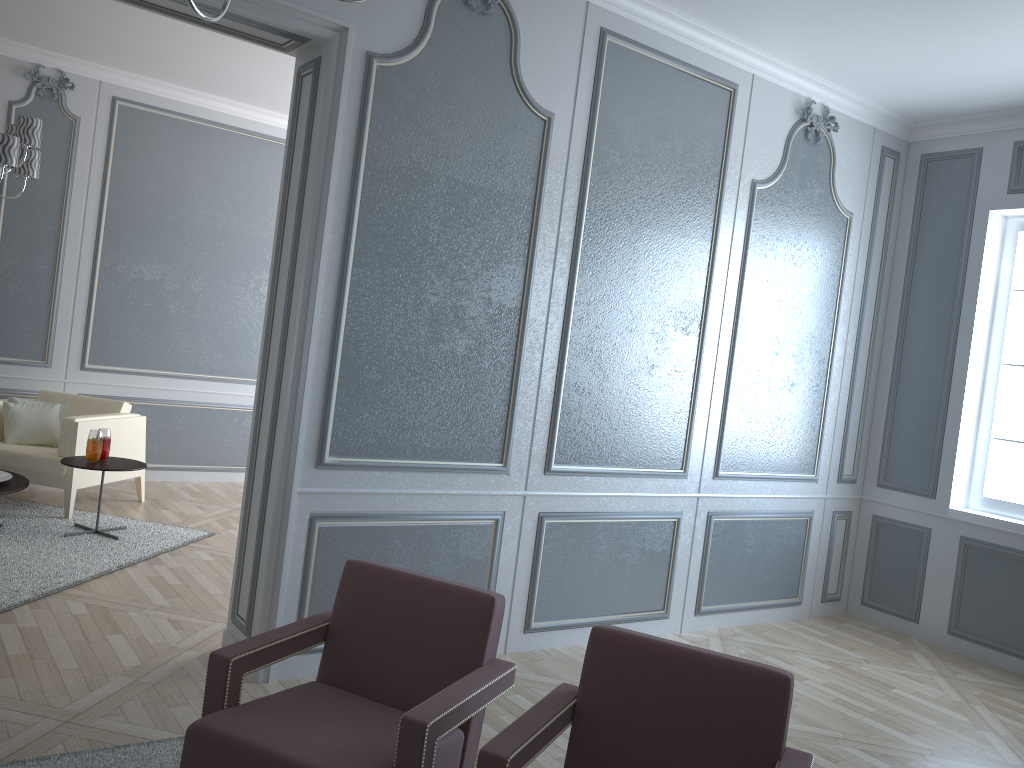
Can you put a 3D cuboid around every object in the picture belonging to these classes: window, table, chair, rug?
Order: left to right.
[{"bbox_3d":[-2.809,0.723,4.149,2.001,0.010,2.000,8,2,9],"label":"rug"},{"bbox_3d":[-2.919,0.584,4.423,0.881,0.239,0.883,6,2,-38],"label":"table"},{"bbox_3d":[-0.493,1.131,0.903,2.016,0.010,3.208,6,2,-36],"label":"rug"},{"bbox_3d":[-2.753,0.382,5.282,0.855,0.620,0.737,7,2,9],"label":"chair"},{"bbox_3d":[-2.154,0.600,4.639,0.414,0.385,0.414,8,2,12],"label":"table"},{"bbox_3d":[-0.376,0.791,2.043,0.577,0.620,0.606,8,2,24],"label":"chair"},{"bbox_3d":[0.244,0.880,1.726,0.577,0.620,0.606,8,2,24],"label":"chair"},{"bbox_3d":[2.951,-0.010,4.010,0.349,1.581,1.602,6,2,-36],"label":"window"}]

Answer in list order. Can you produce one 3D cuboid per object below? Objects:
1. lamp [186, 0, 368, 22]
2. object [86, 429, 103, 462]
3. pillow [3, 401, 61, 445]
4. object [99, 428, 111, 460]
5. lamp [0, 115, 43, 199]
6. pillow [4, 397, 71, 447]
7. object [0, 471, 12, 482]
[{"bbox_3d":[-0.467,-1.065,0.983,0.977,1.119,0.975,9,2,42],"label":"lamp"},{"bbox_3d":[-2.171,0.322,4.611,0.075,0.165,0.075,8,2,43],"label":"object"},{"bbox_3d":[-2.853,0.237,5.275,0.311,0.245,0.163,6,2,-41],"label":"pillow"},{"bbox_3d":[-2.167,0.319,4.698,0.075,0.165,0.075,8,1,13],"label":"object"},{"bbox_3d":[-2.756,-1.469,4.207,0.977,1.119,0.975,9,2,42],"label":"lamp"},{"bbox_3d":[-2.864,0.233,5.362,0.350,0.276,0.184,6,2,-30],"label":"pillow"},{"bbox_3d":[-2.773,0.467,4.444,0.468,0.028,0.468,6,2,-23],"label":"object"}]
